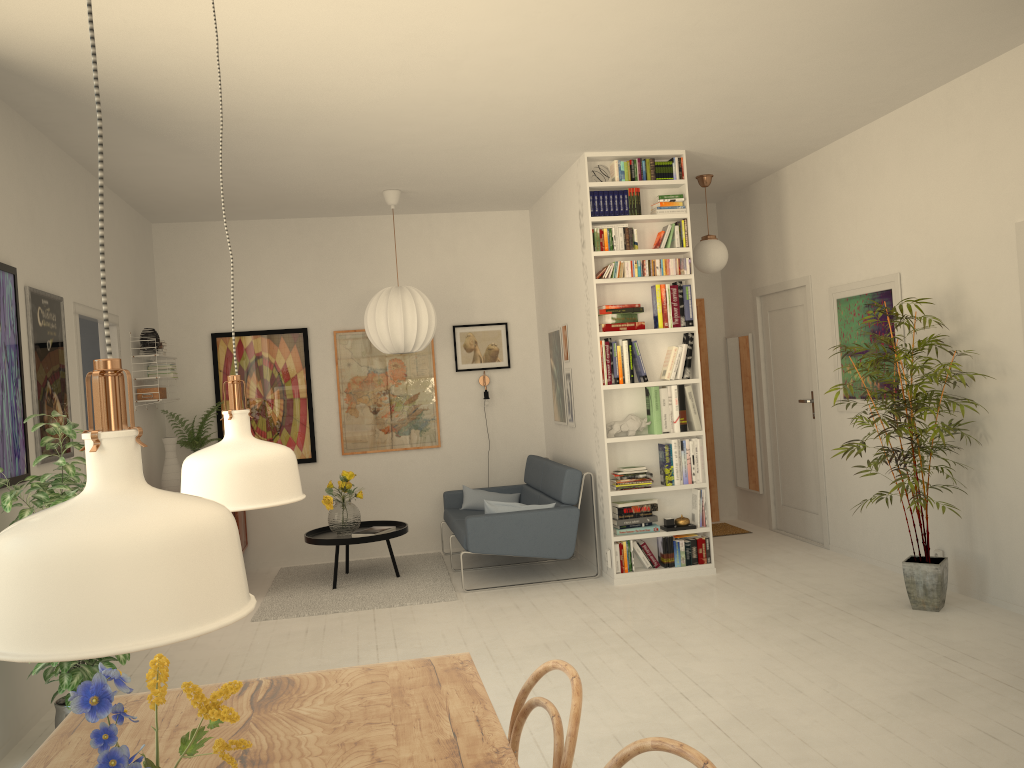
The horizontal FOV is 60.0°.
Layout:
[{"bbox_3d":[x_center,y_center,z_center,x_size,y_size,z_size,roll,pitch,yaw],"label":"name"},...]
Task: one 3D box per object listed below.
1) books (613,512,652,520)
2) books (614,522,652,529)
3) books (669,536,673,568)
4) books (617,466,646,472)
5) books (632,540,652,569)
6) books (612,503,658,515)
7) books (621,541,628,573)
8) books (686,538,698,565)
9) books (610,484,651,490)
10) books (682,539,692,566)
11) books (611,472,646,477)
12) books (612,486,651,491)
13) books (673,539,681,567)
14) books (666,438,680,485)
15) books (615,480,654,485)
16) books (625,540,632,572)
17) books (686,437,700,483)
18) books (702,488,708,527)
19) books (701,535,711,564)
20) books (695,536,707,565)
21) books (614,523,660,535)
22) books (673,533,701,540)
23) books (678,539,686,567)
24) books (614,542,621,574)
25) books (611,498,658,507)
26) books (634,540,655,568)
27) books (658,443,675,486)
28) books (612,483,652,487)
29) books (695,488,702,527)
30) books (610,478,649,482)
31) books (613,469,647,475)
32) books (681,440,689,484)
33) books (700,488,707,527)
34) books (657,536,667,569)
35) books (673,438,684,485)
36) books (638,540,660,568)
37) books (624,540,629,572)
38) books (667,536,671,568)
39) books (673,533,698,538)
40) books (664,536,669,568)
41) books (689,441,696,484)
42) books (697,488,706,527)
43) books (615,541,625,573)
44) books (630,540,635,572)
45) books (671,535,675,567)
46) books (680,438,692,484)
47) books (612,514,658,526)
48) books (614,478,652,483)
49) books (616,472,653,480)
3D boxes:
[{"bbox_3d":[0.818,0.891,6.061,0.247,0.039,0.143,-4,0,-13],"label":"books"},{"bbox_3d":[0.817,0.958,6.076,0.241,0.024,0.168,-4,0,-15],"label":"books"},{"bbox_3d":[1.060,1.137,6.099,0.015,0.214,0.202,-4,0,-10],"label":"books"},{"bbox_3d":[0.812,0.577,6.048,0.166,0.019,0.127,-4,0,-17],"label":"books"},{"bbox_3d":[0.866,1.158,6.060,0.135,0.200,0.134,-4,0,-10],"label":"books"},{"bbox_3d":[0.832,0.846,6.066,0.285,0.047,0.185,-4,0,-10],"label":"books"},{"bbox_3d":[0.747,1.164,6.037,0.020,0.211,0.184,-4,0,-10],"label":"books"},{"bbox_3d":[1.225,1.148,6.150,0.050,0.170,0.221,-4,0,-10],"label":"books"},{"bbox_3d":[0.801,0.693,6.045,0.247,0.014,0.173,-4,0,-11],"label":"books"},{"bbox_3d":[1.179,1.155,6.128,0.048,0.163,0.209,-4,0,-10],"label":"books"},{"bbox_3d":[0.788,0.611,6.056,0.221,0.010,0.169,-4,0,-7],"label":"books"},{"bbox_3d":[0.807,0.704,6.049,0.247,0.009,0.170,-4,0,-7],"label":"books"},{"bbox_3d":[1.103,1.152,6.120,0.044,0.179,0.224,-4,0,-10],"label":"books"},{"bbox_3d":[1.094,0.534,6.134,0.037,0.312,0.241,-4,0,-10],"label":"books"},{"bbox_3d":[0.829,0.667,6.085,0.255,0.014,0.197,-4,0,0],"label":"books"},{"bbox_3d":[0.776,1.158,6.057,0.021,0.215,0.174,-4,0,-10],"label":"books"},{"bbox_3d":[1.245,0.526,6.130,0.037,0.308,0.161,-4,0,-10],"label":"books"},{"bbox_3d":[1.316,0.849,6.137,0.011,0.256,0.139,-4,0,-10],"label":"books"},{"bbox_3d":[1.320,1.138,6.166,0.032,0.176,0.230,-4,0,-10],"label":"books"},{"bbox_3d":[1.280,1.140,6.140,0.056,0.180,0.202,-4,0,-10],"label":"books"},{"bbox_3d":[0.843,0.991,6.079,0.297,0.038,0.204,-4,0,-5],"label":"books"},{"bbox_3d":[1.191,1.050,6.125,0.193,0.012,0.130,-4,0,-10],"label":"books"},{"bbox_3d":[1.139,1.151,6.121,0.032,0.176,0.222,-4,0,-10],"label":"books"},{"bbox_3d":[0.690,1.175,6.035,0.039,0.199,0.185,-4,0,-10],"label":"books"},{"bbox_3d":[0.831,0.809,6.081,0.297,0.024,0.162,-4,0,-19],"label":"books"},{"bbox_3d":[0.897,1.159,6.059,0.118,0.192,0.118,-4,0,-10],"label":"books"},{"bbox_3d":[1.050,0.551,6.115,0.057,0.284,0.200,-4,0,-10],"label":"books"},{"bbox_3d":[0.810,0.680,6.055,0.248,0.009,0.171,-4,0,-7],"label":"books"},{"bbox_3d":[1.283,0.852,6.124,0.033,0.258,0.130,-4,0,-10],"label":"books"},{"bbox_3d":[0.798,0.648,6.043,0.238,0.012,0.120,-4,0,-15],"label":"books"},{"bbox_3d":[0.799,0.596,6.067,0.212,0.017,0.165,-4,0,-13],"label":"books"},{"bbox_3d":[1.163,0.536,6.108,0.035,0.304,0.150,-4,0,-10],"label":"books"},{"bbox_3d":[1.306,0.849,6.144,0.007,0.257,0.181,-4,0,-10],"label":"books"},{"bbox_3d":[1.016,1.140,6.089,0.015,0.214,0.202,-4,0,-10],"label":"books"},{"bbox_3d":[1.125,0.532,6.142,0.027,0.311,0.228,-4,0,-10],"label":"books"},{"bbox_3d":[0.927,1.161,6.071,0.131,0.188,0.136,-4,0,-10],"label":"books"},{"bbox_3d":[0.760,1.164,6.053,0.012,0.206,0.193,-4,0,-10],"label":"books"},{"bbox_3d":[1.047,1.138,6.089,0.015,0.214,0.202,-4,0,-10],"label":"books"},{"bbox_3d":[1.181,1.042,6.105,0.165,0.006,0.103,-4,0,-10],"label":"books"},{"bbox_3d":[1.030,1.139,6.099,0.015,0.214,0.202,-4,0,-10],"label":"books"},{"bbox_3d":[1.213,0.535,6.135,0.022,0.291,0.208,-4,0,-10],"label":"books"},{"bbox_3d":[1.297,0.850,6.155,0.008,0.256,0.184,-4,0,-10],"label":"books"},{"bbox_3d":[0.722,1.168,6.037,0.026,0.206,0.187,-4,0,-10],"label":"books"},{"bbox_3d":[0.794,1.157,6.045,0.010,0.215,0.193,-4,0,-10],"label":"books"},{"bbox_3d":[1.074,1.136,6.107,0.015,0.214,0.202,-4,0,-10],"label":"books"},{"bbox_3d":[1.187,0.530,6.144,0.025,0.305,0.213,-4,0,-10],"label":"books"},{"bbox_3d":[0.826,0.926,6.062,0.297,0.039,0.165,-4,0,-15],"label":"books"},{"bbox_3d":[0.811,0.656,6.063,0.250,0.008,0.135,-4,0,-14],"label":"books"},{"bbox_3d":[0.830,0.626,6.070,0.235,0.025,0.163,-4,0,-4],"label":"books"}]
